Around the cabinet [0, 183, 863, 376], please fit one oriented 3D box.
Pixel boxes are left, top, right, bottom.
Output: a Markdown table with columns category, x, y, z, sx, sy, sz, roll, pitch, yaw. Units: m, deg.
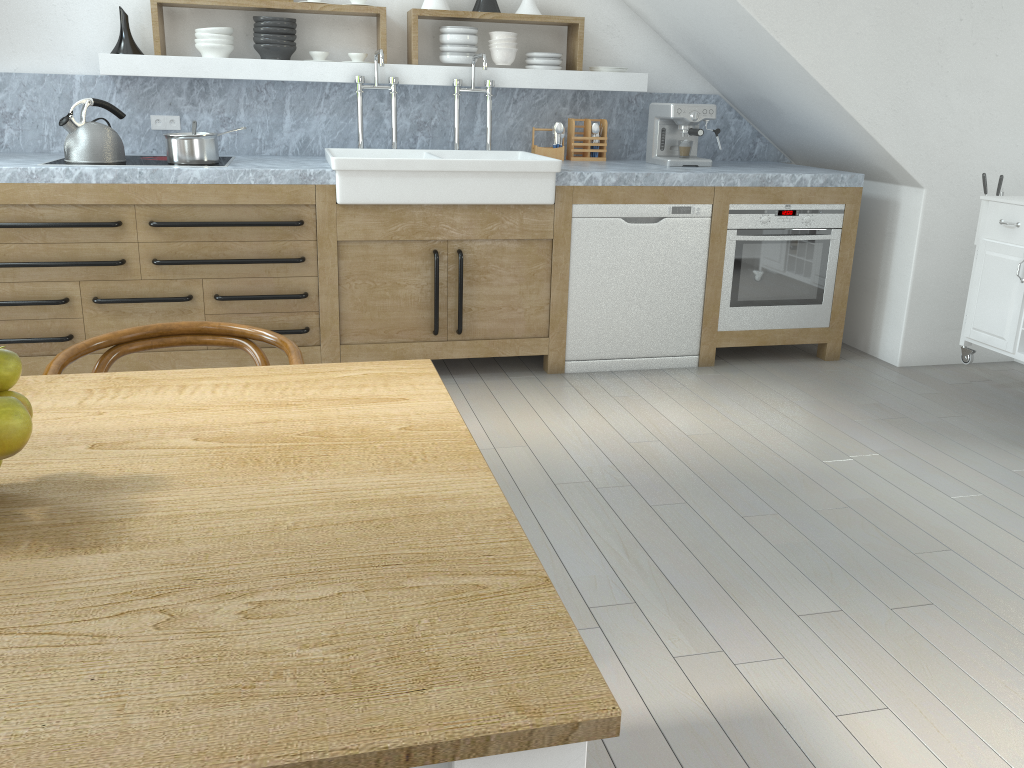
| category | x | y | z | sx | sy | sz | roll | pitch | yaw |
| --- | --- | --- | --- | --- | --- | --- | --- | --- | --- |
| cabinet | -1.495 | -0.480 | 4.230 | 6.430 | 1.014 | 1.012 | -3 | 17 | -14 |

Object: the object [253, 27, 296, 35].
| category | x | y | z | sx | sy | sz | roll | pitch | yaw |
| --- | --- | --- | --- | --- | --- | --- | --- | --- | --- |
| object | -1.162 | -1.703 | 4.348 | 0.206 | 0.072 | 0.207 | -7 | 19 | -25 |

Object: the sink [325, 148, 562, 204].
| category | x | y | z | sx | sy | sz | roll | pitch | yaw |
| --- | --- | --- | --- | --- | --- | --- | --- | --- | --- |
| sink | -0.354 | -0.991 | 4.211 | 1.021 | 0.200 | 0.733 | -3 | 18 | -13 |

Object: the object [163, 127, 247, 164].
| category | x | y | z | sx | sy | sz | roll | pitch | yaw |
| --- | --- | --- | --- | --- | --- | --- | --- | --- | --- |
| object | -1.349 | -1.060 | 3.963 | 0.395 | 0.169 | 0.233 | -10 | 21 | -33 |

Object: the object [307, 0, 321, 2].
| category | x | y | z | sx | sy | sz | roll | pitch | yaw |
| --- | --- | --- | --- | --- | --- | --- | --- | --- | --- |
| object | -0.975 | -1.893 | 4.363 | 0.098 | 0.048 | 0.099 | -4 | 18 | -16 |

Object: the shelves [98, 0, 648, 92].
| category | x | y | z | sx | sy | sz | roll | pitch | yaw |
| --- | --- | --- | --- | --- | --- | --- | --- | --- | --- |
| shelves | -1.933 | -2.079 | 3.906 | 5.553 | 1.351 | 0.483 | -5 | 17 | -19 |

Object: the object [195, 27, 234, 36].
| category | x | y | z | sx | sy | sz | roll | pitch | yaw |
| --- | --- | --- | --- | --- | --- | --- | --- | --- | --- |
| object | -1.436 | -1.684 | 4.283 | 0.181 | 0.075 | 0.182 | 9 | 19 | 22 |

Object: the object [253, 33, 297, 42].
| category | x | y | z | sx | sy | sz | roll | pitch | yaw |
| --- | --- | --- | --- | --- | --- | --- | --- | --- | --- |
| object | -1.161 | -1.681 | 4.349 | 0.205 | 0.086 | 0.206 | 11 | 20 | 27 |

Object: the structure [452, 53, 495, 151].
| category | x | y | z | sx | sy | sz | roll | pitch | yaw |
| --- | --- | --- | --- | --- | --- | --- | --- | --- | --- |
| structure | -0.139 | -1.377 | 4.455 | 0.214 | 0.525 | 0.334 | -9 | 20 | -32 |

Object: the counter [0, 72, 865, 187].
| category | x | y | z | sx | sy | sz | roll | pitch | yaw |
| --- | --- | --- | --- | --- | --- | --- | --- | --- | --- |
| counter | -1.407 | -1.271 | 4.040 | 6.577 | 0.615 | 0.969 | -3 | 18 | -14 |

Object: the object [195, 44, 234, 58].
| category | x | y | z | sx | sy | sz | roll | pitch | yaw |
| --- | --- | --- | --- | --- | --- | --- | --- | --- | --- |
| object | -1.441 | -1.613 | 4.303 | 0.181 | 0.063 | 0.182 | 4 | 18 | 8 |

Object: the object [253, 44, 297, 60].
| category | x | y | z | sx | sy | sz | roll | pitch | yaw |
| --- | --- | --- | --- | --- | --- | --- | --- | --- | --- |
| object | -1.166 | -1.631 | 4.368 | 0.206 | 0.072 | 0.207 | -7 | 19 | -25 |

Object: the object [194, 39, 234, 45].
| category | x | y | z | sx | sy | sz | roll | pitch | yaw |
| --- | --- | --- | --- | --- | --- | --- | --- | --- | --- |
| object | -1.441 | -1.635 | 4.297 | 0.181 | 0.065 | 0.182 | 9 | 19 | 22 |

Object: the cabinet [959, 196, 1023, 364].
| category | x | y | z | sx | sy | sz | roll | pitch | yaw |
| --- | --- | --- | --- | --- | --- | --- | --- | --- | --- |
| cabinet | 2.452 | -0.350 | 3.767 | 0.497 | 0.783 | 1.143 | -3 | 18 | -13 |

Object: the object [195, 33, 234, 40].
| category | x | y | z | sx | sy | sz | roll | pitch | yaw |
| --- | --- | --- | --- | --- | --- | --- | --- | --- | --- |
| object | -1.438 | -1.657 | 4.291 | 0.181 | 0.068 | 0.182 | 3 | 18 | 3 |

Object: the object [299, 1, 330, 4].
| category | x | y | z | sx | sy | sz | roll | pitch | yaw |
| --- | --- | --- | --- | --- | --- | --- | --- | --- | --- |
| object | -0.975 | -1.871 | 4.370 | 0.164 | 0.012 | 0.165 | 3 | 18 | 3 |

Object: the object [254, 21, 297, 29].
| category | x | y | z | sx | sy | sz | roll | pitch | yaw |
| --- | --- | --- | --- | --- | --- | --- | --- | --- | --- |
| object | -1.159 | -1.729 | 4.345 | 0.205 | 0.083 | 0.207 | 6 | 18 | 13 |

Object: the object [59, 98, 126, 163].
| category | x | y | z | sx | sy | sz | roll | pitch | yaw |
| --- | --- | --- | --- | --- | --- | --- | --- | --- | --- |
| object | -1.811 | -1.097 | 3.828 | 0.246 | 0.265 | 0.248 | 0 | 17 | -4 |

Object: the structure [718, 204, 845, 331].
| category | x | y | z | sx | sy | sz | roll | pitch | yaw |
| --- | --- | --- | --- | --- | --- | --- | --- | --- | --- |
| structure | 1.277 | -0.670 | 4.703 | 0.632 | 0.631 | 0.636 | -3 | 17 | -13 |

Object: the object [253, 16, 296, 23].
| category | x | y | z | sx | sy | sz | roll | pitch | yaw |
| --- | --- | --- | --- | --- | --- | --- | --- | --- | --- |
| object | -1.160 | -1.756 | 4.339 | 0.205 | 0.079 | 0.207 | -2 | 18 | -11 |

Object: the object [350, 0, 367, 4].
| category | x | y | z | sx | sy | sz | roll | pitch | yaw |
| --- | --- | --- | --- | --- | --- | --- | --- | --- | --- |
| object | -0.766 | -1.903 | 4.413 | 0.098 | 0.048 | 0.099 | -4 | 18 | -16 |

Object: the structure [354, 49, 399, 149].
| category | x | y | z | sx | sy | sz | roll | pitch | yaw |
| --- | --- | --- | --- | --- | --- | --- | --- | --- | --- |
| structure | -0.614 | -1.353 | 4.341 | 0.214 | 0.525 | 0.334 | -9 | 20 | -32 |

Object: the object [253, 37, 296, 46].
| category | x | y | z | sx | sy | sz | roll | pitch | yaw |
| --- | --- | --- | --- | --- | --- | --- | --- | --- | --- |
| object | -1.166 | -1.656 | 4.361 | 0.205 | 0.085 | 0.207 | 9 | 19 | 22 |

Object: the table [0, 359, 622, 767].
| category | x | y | z | sx | sy | sz | roll | pitch | yaw |
| --- | --- | --- | --- | --- | --- | --- | --- | --- | --- |
| table | -1.668 | 0.567 | 0.898 | 3.349 | 0.792 | 1.026 | -3 | 18 | -14 |

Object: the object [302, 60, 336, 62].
| category | x | y | z | sx | sy | sz | roll | pitch | yaw |
| --- | --- | --- | --- | --- | --- | --- | --- | --- | --- |
| object | -0.967 | -1.616 | 4.448 | 0.164 | 0.012 | 0.165 | 3 | 18 | 3 |

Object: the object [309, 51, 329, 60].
| category | x | y | z | sx | sy | sz | roll | pitch | yaw |
| --- | --- | --- | --- | --- | --- | --- | --- | --- | --- |
| object | -0.967 | -1.638 | 4.441 | 0.098 | 0.048 | 0.099 | -4 | 18 | -16 |

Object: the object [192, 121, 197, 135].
| category | x | y | z | sx | sy | sz | roll | pitch | yaw |
| --- | --- | --- | --- | --- | --- | --- | --- | --- | --- |
| object | -1.433 | -1.091 | 3.968 | 0.051 | 0.165 | 0.237 | -4 | 18 | -18 |

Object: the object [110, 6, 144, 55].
| category | x | y | z | sx | sy | sz | roll | pitch | yaw |
| --- | --- | --- | --- | --- | --- | --- | --- | --- | --- |
| object | -1.835 | -1.675 | 4.206 | 0.156 | 0.217 | 0.157 | -9 | 20 | -31 |

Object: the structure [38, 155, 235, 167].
| category | x | y | z | sx | sy | sz | roll | pitch | yaw |
| --- | --- | --- | --- | --- | --- | --- | --- | --- | --- |
| structure | -1.646 | -0.986 | 3.990 | 0.737 | 0.041 | 0.652 | -3 | 18 | -13 |

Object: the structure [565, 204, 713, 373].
| category | x | y | z | sx | sy | sz | roll | pitch | yaw |
| --- | --- | --- | --- | --- | --- | --- | --- | --- | --- |
| structure | 0.540 | -0.544 | 4.556 | 0.724 | 0.816 | 0.603 | -3 | 17 | -14 |

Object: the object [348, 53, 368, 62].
| category | x | y | z | sx | sy | sz | roll | pitch | yaw |
| --- | --- | --- | --- | --- | --- | --- | --- | --- | --- |
| object | -0.780 | -1.648 | 4.486 | 0.098 | 0.048 | 0.099 | -4 | 18 | -16 |

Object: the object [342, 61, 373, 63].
| category | x | y | z | sx | sy | sz | roll | pitch | yaw |
| --- | --- | --- | --- | --- | --- | --- | --- | --- | --- |
| object | -0.781 | -1.625 | 4.493 | 0.164 | 0.012 | 0.165 | 3 | 18 | 3 |
